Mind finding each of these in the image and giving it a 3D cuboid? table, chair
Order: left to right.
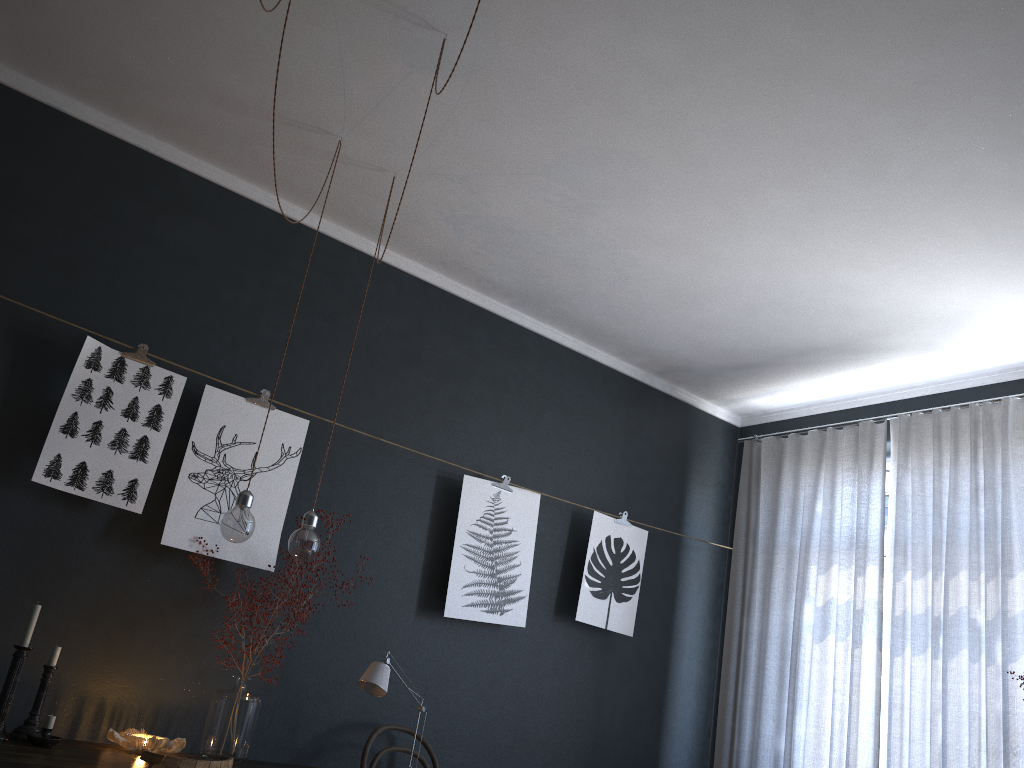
[{"bbox_3d":[-0.924,1.282,2.032,0.384,0.852,0.458,-6,-24,39],"label":"chair"},{"bbox_3d":[-1.006,1.536,2.600,1.608,0.724,1.128,23,-23,-32],"label":"table"},{"bbox_3d":[-0.389,1.845,3.447,0.439,0.916,0.550,23,-23,-34],"label":"chair"}]

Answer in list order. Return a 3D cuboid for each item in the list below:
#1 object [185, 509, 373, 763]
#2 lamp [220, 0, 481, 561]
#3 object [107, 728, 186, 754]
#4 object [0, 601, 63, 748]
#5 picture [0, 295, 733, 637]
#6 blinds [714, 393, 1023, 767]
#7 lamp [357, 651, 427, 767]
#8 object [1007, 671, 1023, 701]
[{"bbox_3d":[-0.963,0.921,3.337,0.638,0.926,0.559,1,-21,25],"label":"object"},{"bbox_3d":[-0.493,-0.347,2.632,0.583,1.567,1.598,11,-19,-2],"label":"lamp"},{"bbox_3d":[-1.232,1.206,2.984,0.254,0.072,0.253,20,-22,-26],"label":"object"},{"bbox_3d":[-1.554,0.890,2.776,0.369,0.417,0.223,22,-22,-31],"label":"object"},{"bbox_3d":[-0.441,0.600,3.963,4.469,0.767,0.058,23,-22,-32],"label":"picture"},{"bbox_3d":[2.376,1.293,3.349,0.313,2.775,4.001,22,-23,-32],"label":"blinds"},{"bbox_3d":[-0.476,1.614,3.443,0.242,1.064,0.804,7,-19,10],"label":"lamp"},{"bbox_3d":[2.272,1.512,3.542,0.514,0.805,0.602,-1,-22,29],"label":"object"}]
